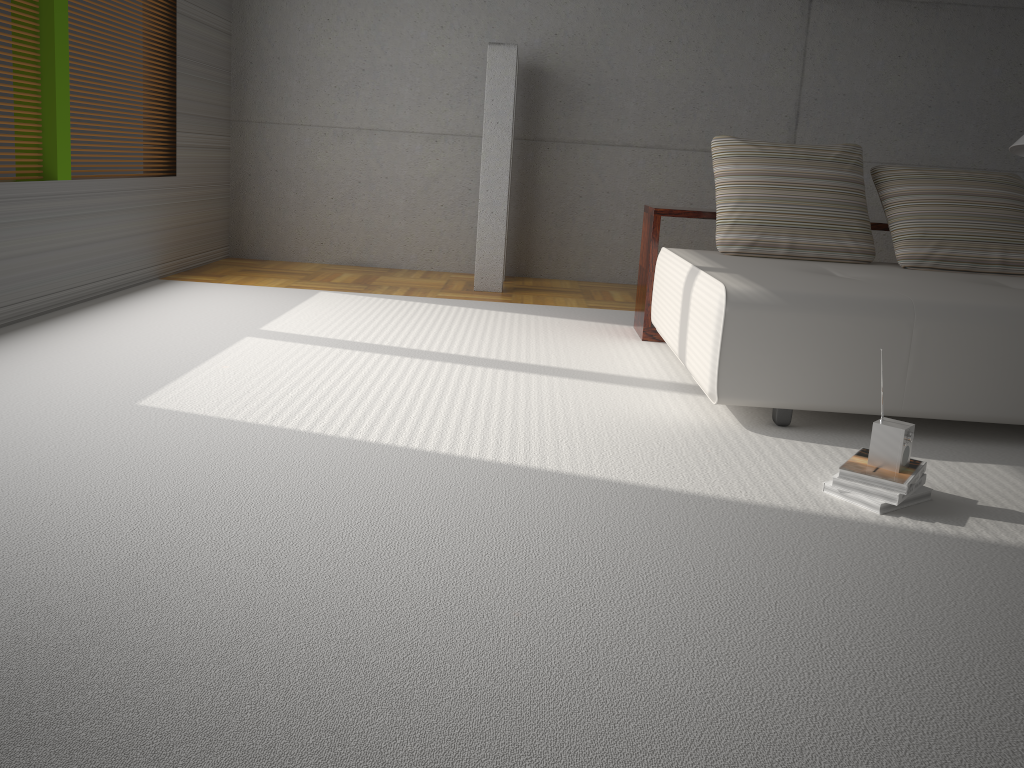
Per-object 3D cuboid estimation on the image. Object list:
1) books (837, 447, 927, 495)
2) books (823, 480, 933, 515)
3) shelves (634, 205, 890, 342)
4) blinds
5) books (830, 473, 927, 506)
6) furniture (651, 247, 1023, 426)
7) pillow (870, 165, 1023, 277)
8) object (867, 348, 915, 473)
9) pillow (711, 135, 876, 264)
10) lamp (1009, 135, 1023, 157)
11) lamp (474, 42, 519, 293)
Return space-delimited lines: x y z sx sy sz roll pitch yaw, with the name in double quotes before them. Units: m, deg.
"books" 1.095 0.253 2.608 0.190 0.031 0.267 13 17 33
"books" 1.083 0.316 2.618 0.265 0.031 0.191 -6 17 -34
"shelves" 1.852 -0.553 4.906 2.250 0.706 0.406 4 11 0
"blinds" -2.323 -1.926 4.344 0.012 2.016 3.586 4 13 0
"books" 1.085 0.285 2.612 0.191 0.031 0.266 15 18 38
"furniture" 1.812 -0.216 3.942 2.168 0.515 1.637 4 14 0
"pillow" 2.288 -0.831 4.486 0.807 0.510 0.586 4 12 1
"object" 1.087 0.070 2.534 0.091 0.361 0.186 12 14 40
"pillow" 1.439 -0.950 4.536 0.801 0.601 0.497 4 11 0
"lamp" 2.860 -1.181 4.810 0.323 0.690 0.248 0 11 -18
"lamp" -0.107 -1.565 6.461 0.200 1.669 0.809 4 11 0
